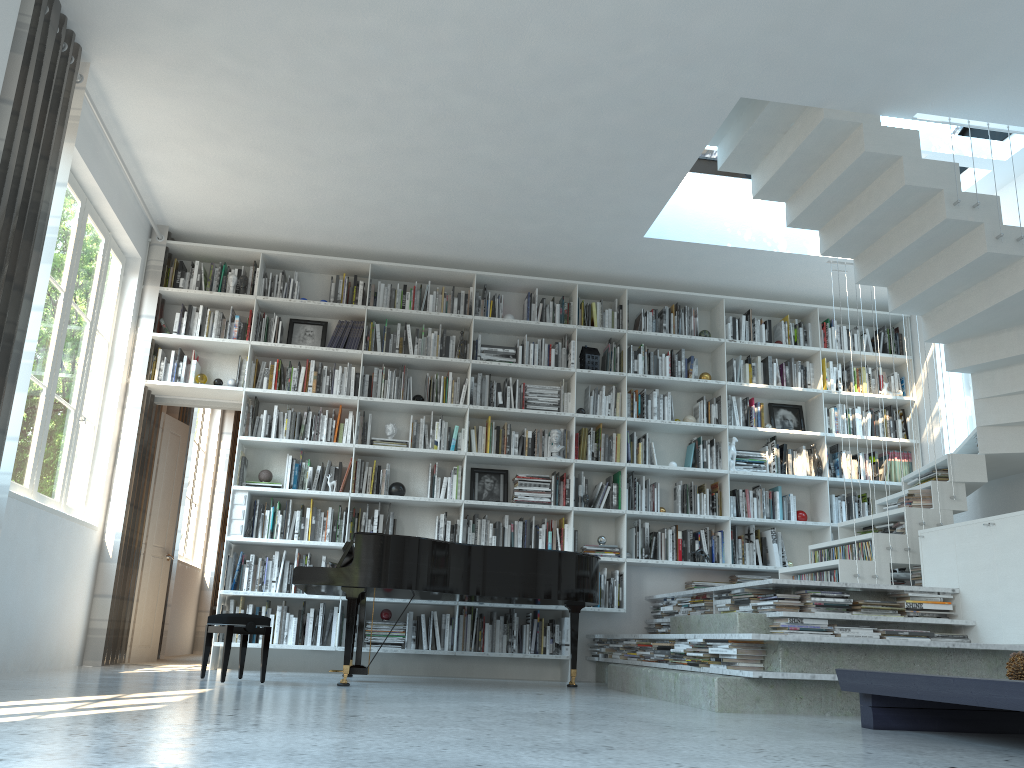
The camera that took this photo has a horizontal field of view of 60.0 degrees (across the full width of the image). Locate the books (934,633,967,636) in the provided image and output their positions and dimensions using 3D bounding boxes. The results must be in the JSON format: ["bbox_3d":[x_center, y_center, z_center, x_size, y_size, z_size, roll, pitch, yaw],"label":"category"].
[{"bbox_3d":[2.369,1.380,4.894,0.215,0.007,0.131,4,-16,-6],"label":"books"}]

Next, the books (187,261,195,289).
[{"bbox_3d":[-2.512,-0.800,6.952,0.010,0.280,0.161,5,-16,-8],"label":"books"}]

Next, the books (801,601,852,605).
[{"bbox_3d":[1.736,1.221,4.944,0.260,0.009,0.153,4,-16,-5],"label":"books"}]

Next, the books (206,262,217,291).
[{"bbox_3d":[-2.360,-0.789,6.972,0.039,0.282,0.182,5,-16,-8],"label":"books"}]

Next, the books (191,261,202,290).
[{"bbox_3d":[-2.470,-0.798,6.957,0.028,0.282,0.190,5,-16,-8],"label":"books"}]

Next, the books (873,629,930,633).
[{"bbox_3d":[2.102,1.348,4.839,0.275,0.008,0.177,5,-16,-8],"label":"books"}]

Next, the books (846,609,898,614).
[{"bbox_3d":[2.012,1.275,4.967,0.214,0.015,0.177,4,-16,-7],"label":"books"}]

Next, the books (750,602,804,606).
[{"bbox_3d":[1.490,1.243,5.000,0.184,0.014,0.298,5,-16,-9],"label":"books"}]

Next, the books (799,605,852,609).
[{"bbox_3d":[1.737,1.239,4.925,0.215,0.013,0.190,5,-16,-9],"label":"books"}]

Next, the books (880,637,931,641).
[{"bbox_3d":[2.109,1.389,4.822,0.250,0.018,0.178,4,-16,-5],"label":"books"}]

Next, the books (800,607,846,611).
[{"bbox_3d":[1.733,1.258,4.944,0.207,0.012,0.132,6,-17,-12],"label":"books"}]

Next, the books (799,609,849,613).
[{"bbox_3d":[1.733,1.268,4.936,0.227,0.012,0.149,5,-16,-10],"label":"books"}]

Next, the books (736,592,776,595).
[{"bbox_3d":[1.451,1.253,5.282,0.170,0.008,0.209,4,-16,-5],"label":"books"}]

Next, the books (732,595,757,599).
[{"bbox_3d":[1.449,1.270,5.278,0.168,0.013,0.282,6,-17,-11],"label":"books"}]

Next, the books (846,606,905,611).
[{"bbox_3d":[2.015,1.257,4.957,0.273,0.014,0.188,6,-17,-13],"label":"books"}]

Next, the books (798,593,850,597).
[{"bbox_3d":[1.738,1.180,4.951,0.228,0.009,0.159,6,-17,-12],"label":"books"}]

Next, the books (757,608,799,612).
[{"bbox_3d":[1.496,1.276,4.992,0.161,0.014,0.213,4,-16,-4],"label":"books"}]

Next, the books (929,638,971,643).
[{"bbox_3d":[2.369,1.410,4.877,0.234,0.017,0.152,4,-16,-7],"label":"books"}]

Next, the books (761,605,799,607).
[{"bbox_3d":[1.510,1.254,5.000,0.134,0.006,0.227,4,-16,-4],"label":"books"}]

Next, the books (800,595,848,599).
[{"bbox_3d":[1.736,1.195,4.956,0.221,0.018,0.154,4,-16,-7],"label":"books"}]

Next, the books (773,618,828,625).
[{"bbox_3d":[1.550,1.277,4.767,0.234,0.025,0.158,6,-17,-13],"label":"books"}]

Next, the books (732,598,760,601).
[{"bbox_3d":[1.446,1.285,5.273,0.187,0.009,0.251,5,-16,-8],"label":"books"}]

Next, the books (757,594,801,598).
[{"bbox_3d":[1.508,1.201,5.015,0.149,0.014,0.229,5,-16,-10],"label":"books"}]

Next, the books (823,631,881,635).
[{"bbox_3d":[1.827,1.348,4.798,0.272,0.012,0.159,5,-16,-10],"label":"books"}]

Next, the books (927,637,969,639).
[{"bbox_3d":[2.369,1.399,4.884,0.225,0.007,0.133,4,-16,-4],"label":"books"}]

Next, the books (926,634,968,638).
[{"bbox_3d":[2.368,1.391,4.892,0.229,0.014,0.133,5,-16,-9],"label":"books"}]

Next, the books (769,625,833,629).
[{"bbox_3d":[1.548,1.305,4.760,0.292,0.012,0.160,4,-16,-5],"label":"books"}]

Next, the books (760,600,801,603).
[{"bbox_3d":[1.515,1.233,5.007,0.137,0.012,0.243,4,-16,-7],"label":"books"}]

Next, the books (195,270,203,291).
[{"bbox_3d":[-2.441,-0.761,6.941,0.030,0.205,0.176,5,-16,-8],"label":"books"}]

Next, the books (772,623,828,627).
[{"bbox_3d":[1.547,1.297,4.775,0.257,0.010,0.132,4,-16,-4],"label":"books"}]

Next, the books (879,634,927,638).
[{"bbox_3d":[2.106,1.378,4.849,0.273,0.009,0.129,4,-16,-5],"label":"books"}]

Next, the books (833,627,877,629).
[{"bbox_3d":[1.827,1.324,4.810,0.242,0.005,0.153,4,-16,-7],"label":"books"}]

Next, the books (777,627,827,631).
[{"bbox_3d":[1.548,1.315,4.753,0.210,0.012,0.168,4,-16,-4],"label":"books"}]

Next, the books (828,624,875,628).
[{"bbox_3d":[1.827,1.316,4.815,0.220,0.013,0.149,5,-16,-9],"label":"books"}]

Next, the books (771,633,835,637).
[{"bbox_3d":[1.549,1.346,4.731,0.262,0.023,0.200,5,-16,-10],"label":"books"}]

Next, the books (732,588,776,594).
[{"bbox_3d":[1.437,1.237,5.284,0.189,0.022,0.238,3,-16,-3],"label":"books"}]

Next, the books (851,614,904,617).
[{"bbox_3d":[2.012,1.297,4.957,0.287,0.005,0.165,3,-16,-3],"label":"books"}]

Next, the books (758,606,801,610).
[{"bbox_3d":[1.503,1.263,4.997,0.152,0.015,0.208,6,-17,-11],"label":"books"}]

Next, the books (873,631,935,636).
[{"bbox_3d":[2.110,1.358,4.828,0.287,0.018,0.190,5,-16,-9],"label":"books"}]

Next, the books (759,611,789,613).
[{"bbox_3d":[1.511,1.289,4.991,0.144,0.009,0.250,5,-16,-8],"label":"books"}]

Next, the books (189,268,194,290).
[{"bbox_3d":[-2.498,-0.770,6.955,0.024,0.226,0.158,5,-16,-8],"label":"books"}]

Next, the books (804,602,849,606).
[{"bbox_3d":[1.736,1.230,4.939,0.210,0.012,0.168,4,-16,-7],"label":"books"}]

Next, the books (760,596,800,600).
[{"bbox_3d":[1.511,1.212,5.012,0.132,0.009,0.270,4,-16,-4],"label":"books"}]

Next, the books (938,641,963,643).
[{"bbox_3d":[2.369,1.422,4.871,0.179,0.010,0.160,5,-16,-8],"label":"books"}]

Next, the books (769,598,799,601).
[{"bbox_3d":[1.537,1.224,5.013,0.091,0.011,0.190,5,-16,-10],"label":"books"}]

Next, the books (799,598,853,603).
[{"bbox_3d":[1.740,1.204,4.927,0.230,0.015,0.190,3,-16,-3],"label":"books"}]

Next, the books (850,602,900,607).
[{"bbox_3d":[2.013,1.238,4.979,0.246,0.013,0.173,5,-16,-9],"label":"books"}]

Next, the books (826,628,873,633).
[{"bbox_3d":[1.826,1.337,4.813,0.211,0.018,0.135,4,-16,-5],"label":"books"}]

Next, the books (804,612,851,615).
[{"bbox_3d":[1.735,1.277,4.919,0.216,0.015,0.178,5,-16,-10],"label":"books"}]

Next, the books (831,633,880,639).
[{"bbox_3d":[1.828,1.360,4.784,0.232,0.019,0.170,6,-17,-13],"label":"books"}]

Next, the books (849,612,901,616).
[{"bbox_3d":[2.009,1.293,4.979,0.293,0.014,0.134,6,-17,-11],"label":"books"}]

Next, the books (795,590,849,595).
[{"bbox_3d":[1.735,1.173,4.974,0.261,0.016,0.129,5,-16,-9],"label":"books"}]

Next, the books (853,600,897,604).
[{"bbox_3d":[2.015,1.225,4.976,0.203,0.011,0.174,6,-17,-13],"label":"books"}]

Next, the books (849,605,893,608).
[{"bbox_3d":[2.012,1.251,4.981,0.179,0.010,0.160,4,-16,-6],"label":"books"}]

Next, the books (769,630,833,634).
[{"bbox_3d":[1.547,1.331,4.756,0.285,0.008,0.160,5,-16,-10],"label":"books"}]

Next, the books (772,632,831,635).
[{"bbox_3d":[1.547,1.338,4.754,0.264,0.006,0.165,4,-16,-7],"label":"books"}]

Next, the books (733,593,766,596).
[{"bbox_3d":[1.451,1.260,5.280,0.171,0.007,0.261,5,-16,-10],"label":"books"}]

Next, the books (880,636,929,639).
[{"bbox_3d":[2.108,1.380,4.830,0.254,0.005,0.161,6,-17,-12],"label":"books"}]

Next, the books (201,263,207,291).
[{"bbox_3d":[-2.406,-0.787,6.948,0.057,0.262,0.191,5,-16,-8],"label":"books"}]
